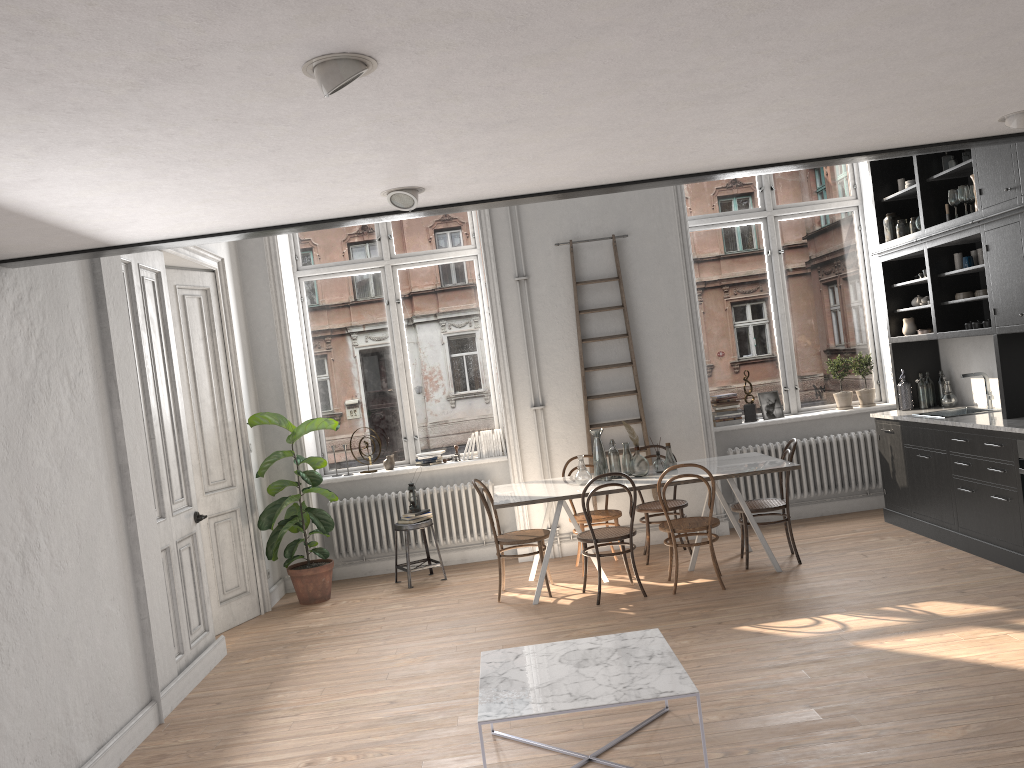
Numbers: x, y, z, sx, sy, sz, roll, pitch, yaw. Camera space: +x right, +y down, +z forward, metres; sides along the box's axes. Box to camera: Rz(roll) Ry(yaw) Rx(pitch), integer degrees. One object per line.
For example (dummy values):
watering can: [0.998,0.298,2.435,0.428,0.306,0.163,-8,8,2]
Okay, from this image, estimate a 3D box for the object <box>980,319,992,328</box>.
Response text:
object: [3.383,-0.431,6.280,0.104,0.059,0.088,-7,1,8]

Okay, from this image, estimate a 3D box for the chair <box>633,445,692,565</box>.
chair: [1.246,0.990,7.426,0.438,0.921,0.549,-7,1,6]

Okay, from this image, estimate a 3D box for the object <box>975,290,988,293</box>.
object: [3.514,-0.677,6.595,0.123,0.036,0.124,-7,1,-14]

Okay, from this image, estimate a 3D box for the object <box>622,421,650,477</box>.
object: [0.954,0.486,6.781,0.157,0.446,0.157,-7,1,17]

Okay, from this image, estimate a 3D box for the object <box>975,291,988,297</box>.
object: [3.515,-0.669,6.596,0.132,0.038,0.132,-8,1,-43]

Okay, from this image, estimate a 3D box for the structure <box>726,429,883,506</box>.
structure: [2.737,0.767,8.180,1.577,0.552,0.194,-7,1,-1]

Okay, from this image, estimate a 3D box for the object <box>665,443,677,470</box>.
object: [1.233,0.566,6.942,0.101,0.212,0.101,-7,1,38]

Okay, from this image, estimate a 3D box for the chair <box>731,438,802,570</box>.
chair: [1.957,0.905,6.807,0.549,0.921,0.437,-7,1,12]

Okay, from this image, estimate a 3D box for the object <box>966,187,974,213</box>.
object: [3.323,-1.314,6.428,0.083,0.221,0.083,-7,1,-9]

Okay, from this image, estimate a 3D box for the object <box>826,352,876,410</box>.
object: [3.194,-0.033,8.340,0.500,0.524,0.234,-8,1,-12]

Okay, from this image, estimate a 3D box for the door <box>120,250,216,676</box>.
door: [-2.232,0.499,5.557,0.216,2.815,1.097,-7,1,0]

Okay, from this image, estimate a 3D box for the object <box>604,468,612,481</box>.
object: [0.729,0.692,6.773,0.058,0.094,0.058,-7,1,27]

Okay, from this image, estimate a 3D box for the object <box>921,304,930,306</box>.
object: [3.407,-0.652,7.305,0.085,0.015,0.085,-7,1,12]

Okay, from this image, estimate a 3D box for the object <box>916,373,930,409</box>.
object: [3.459,0.058,7.471,0.086,0.301,0.086,-8,1,-15]

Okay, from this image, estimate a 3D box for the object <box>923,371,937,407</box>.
object: [3.552,0.044,7.552,0.086,0.301,0.086,-7,1,13]

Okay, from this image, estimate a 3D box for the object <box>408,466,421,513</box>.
object: [-0.849,0.923,7.751,0.163,0.383,0.154,-8,1,-27]

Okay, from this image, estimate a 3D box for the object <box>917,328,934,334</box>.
object: [3.437,-0.438,7.325,0.180,0.037,0.180,-8,1,-16]

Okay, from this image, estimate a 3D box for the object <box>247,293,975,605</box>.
object: [0.741,0.590,7.251,5.827,1.842,0.792,-7,1,4]

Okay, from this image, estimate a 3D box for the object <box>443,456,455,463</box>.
object: [-0.589,0.703,8.275,0.088,0.048,0.153,-7,1,39]

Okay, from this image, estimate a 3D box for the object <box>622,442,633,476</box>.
object: [0.906,0.587,6.943,0.098,0.255,0.100,-8,1,-24]

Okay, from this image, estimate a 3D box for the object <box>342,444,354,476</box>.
object: [-1.533,0.705,8.220,0.095,0.289,0.095,-7,1,22]

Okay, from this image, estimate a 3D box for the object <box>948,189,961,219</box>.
object: [3.220,-1.301,6.442,0.083,0.221,0.083,-7,1,31]

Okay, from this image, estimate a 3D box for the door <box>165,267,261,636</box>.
door: [-2.420,0.510,6.716,0.216,2.815,1.096,-7,1,24]

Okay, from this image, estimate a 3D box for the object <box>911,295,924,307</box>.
object: [3.426,-0.699,7.463,0.140,0.100,0.125,-8,1,-20]

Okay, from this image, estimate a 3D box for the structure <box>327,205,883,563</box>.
structure: [0.686,-0.737,8.041,5.182,4.474,0.340,-7,1,-1]

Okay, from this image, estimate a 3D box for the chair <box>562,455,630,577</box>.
chair: [0.679,1.063,7.337,0.438,0.921,0.549,-7,1,-3]

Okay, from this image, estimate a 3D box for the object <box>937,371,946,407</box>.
object: [3.617,0.037,7.447,0.086,0.301,0.086,-6,2,45]

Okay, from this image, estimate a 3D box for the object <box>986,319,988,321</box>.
object: [3.498,-0.449,6.525,0.104,0.059,0.088,-7,1,-2]

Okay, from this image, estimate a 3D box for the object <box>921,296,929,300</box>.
object: [3.401,-0.699,7.305,0.055,0.047,0.058,-7,1,14]

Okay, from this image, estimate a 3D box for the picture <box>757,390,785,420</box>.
picture: [2.421,0.204,8.368,0.221,0.264,0.149,-8,1,-17]

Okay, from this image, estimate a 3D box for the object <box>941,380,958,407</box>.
object: [3.604,0.080,7.321,0.132,0.219,0.120,-7,1,-1]

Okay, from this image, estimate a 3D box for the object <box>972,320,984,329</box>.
object: [3.360,-0.429,6.380,0.088,0.059,0.104,-8,1,-22]

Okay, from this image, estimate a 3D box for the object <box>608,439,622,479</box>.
object: [0.792,0.578,6.868,0.086,0.301,0.086,-8,1,-15]

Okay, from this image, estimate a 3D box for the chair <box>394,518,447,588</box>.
chair: [-0.822,1.451,7.694,0.364,0.523,0.360,-8,1,-27]

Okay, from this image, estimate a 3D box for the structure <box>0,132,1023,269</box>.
structure: [0.623,-1.487,1.999,5.927,1.213,4.157,-7,1,-1]

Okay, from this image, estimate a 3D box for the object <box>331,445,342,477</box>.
object: [-1.650,0.719,8.275,0.095,0.289,0.095,-7,1,31]

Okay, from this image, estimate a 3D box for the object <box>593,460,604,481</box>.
object: [0.662,0.668,6.866,0.083,0.158,0.083,-7,1,-5]

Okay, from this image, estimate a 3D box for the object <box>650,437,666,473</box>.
object: [1.130,0.544,6.864,0.107,0.283,0.107,-7,1,-6]

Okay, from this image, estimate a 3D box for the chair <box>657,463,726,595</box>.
chair: [1.271,0.998,6.372,0.438,0.921,0.549,-7,1,10]

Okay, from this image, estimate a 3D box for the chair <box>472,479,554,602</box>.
chair: [0.024,1.153,6.796,0.549,0.921,0.437,-7,1,7]

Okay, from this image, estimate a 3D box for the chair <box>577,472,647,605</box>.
chair: [0.690,1.072,6.398,0.438,0.921,0.549,-7,1,-5]

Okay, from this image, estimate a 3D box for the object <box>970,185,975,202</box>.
object: [3.325,-1.314,6.345,0.083,0.221,0.083,-7,1,-2]

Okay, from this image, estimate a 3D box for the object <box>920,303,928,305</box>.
object: [3.406,-0.658,7.305,0.085,0.015,0.085,-7,1,12]

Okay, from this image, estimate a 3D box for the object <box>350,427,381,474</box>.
object: [-1.353,0.612,8.242,0.347,0.425,0.087,-7,1,31]

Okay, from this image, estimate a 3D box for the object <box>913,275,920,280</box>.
object: [3.443,-0.894,7.515,0.072,0.047,0.071,-7,1,37]

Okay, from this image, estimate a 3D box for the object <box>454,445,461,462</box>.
object: [-0.509,0.641,8.219,0.048,0.153,0.088,-8,1,-31]

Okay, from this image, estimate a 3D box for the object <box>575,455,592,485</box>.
object: [0.534,0.654,6.736,0.132,0.219,0.132,-8,1,-12]

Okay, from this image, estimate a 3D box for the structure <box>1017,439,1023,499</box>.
structure: [3.494,0.626,5.284,0.618,0.623,0.622,-7,1,-1]

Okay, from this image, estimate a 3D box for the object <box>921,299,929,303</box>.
object: [3.403,-0.679,7.306,0.058,0.033,0.056,-8,1,-26]

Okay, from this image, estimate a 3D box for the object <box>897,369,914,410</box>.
object: [3.336,0.046,7.533,0.109,0.349,0.109,-8,1,-20]

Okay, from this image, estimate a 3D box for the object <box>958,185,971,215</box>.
object: [3.225,-1.300,6.311,0.083,0.221,0.083,-8,1,-44]

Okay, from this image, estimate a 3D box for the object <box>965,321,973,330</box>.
object: [3.365,-0.432,6.493,0.088,0.059,0.104,-7,1,-12]

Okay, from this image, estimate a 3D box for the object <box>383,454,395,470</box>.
object: [-1.144,0.727,8.244,0.100,0.142,0.102,-8,1,-26]

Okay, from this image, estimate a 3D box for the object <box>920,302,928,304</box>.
object: [3.406,-0.665,7.307,0.085,0.017,0.085,-7,1,-6]

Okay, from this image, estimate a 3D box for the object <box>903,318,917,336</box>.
object: [3.358,-0.484,7.480,0.127,0.144,0.115,-8,1,-22]

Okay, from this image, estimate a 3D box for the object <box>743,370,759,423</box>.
object: [2.220,0.111,8.321,0.122,0.488,0.102,-7,1,23]

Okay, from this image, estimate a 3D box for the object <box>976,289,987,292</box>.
object: [3.513,-0.684,6.595,0.112,0.036,0.112,-7,1,42]

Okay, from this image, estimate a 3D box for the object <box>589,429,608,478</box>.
object: [0.687,0.550,6.977,0.116,0.383,0.116,-7,1,10]
